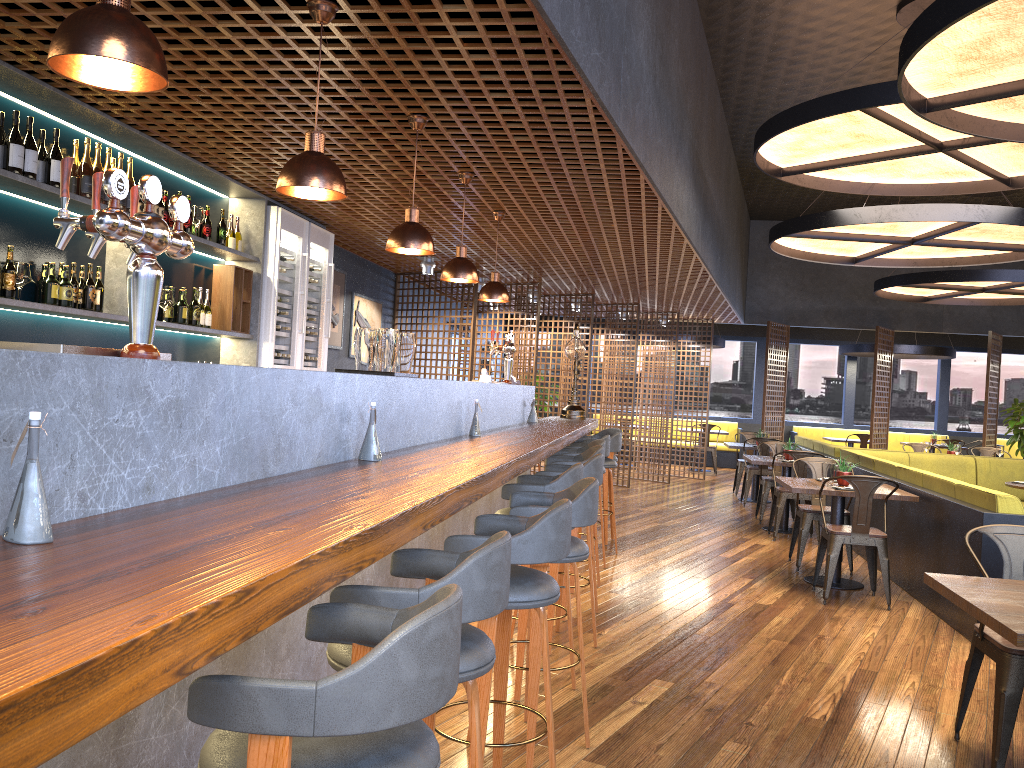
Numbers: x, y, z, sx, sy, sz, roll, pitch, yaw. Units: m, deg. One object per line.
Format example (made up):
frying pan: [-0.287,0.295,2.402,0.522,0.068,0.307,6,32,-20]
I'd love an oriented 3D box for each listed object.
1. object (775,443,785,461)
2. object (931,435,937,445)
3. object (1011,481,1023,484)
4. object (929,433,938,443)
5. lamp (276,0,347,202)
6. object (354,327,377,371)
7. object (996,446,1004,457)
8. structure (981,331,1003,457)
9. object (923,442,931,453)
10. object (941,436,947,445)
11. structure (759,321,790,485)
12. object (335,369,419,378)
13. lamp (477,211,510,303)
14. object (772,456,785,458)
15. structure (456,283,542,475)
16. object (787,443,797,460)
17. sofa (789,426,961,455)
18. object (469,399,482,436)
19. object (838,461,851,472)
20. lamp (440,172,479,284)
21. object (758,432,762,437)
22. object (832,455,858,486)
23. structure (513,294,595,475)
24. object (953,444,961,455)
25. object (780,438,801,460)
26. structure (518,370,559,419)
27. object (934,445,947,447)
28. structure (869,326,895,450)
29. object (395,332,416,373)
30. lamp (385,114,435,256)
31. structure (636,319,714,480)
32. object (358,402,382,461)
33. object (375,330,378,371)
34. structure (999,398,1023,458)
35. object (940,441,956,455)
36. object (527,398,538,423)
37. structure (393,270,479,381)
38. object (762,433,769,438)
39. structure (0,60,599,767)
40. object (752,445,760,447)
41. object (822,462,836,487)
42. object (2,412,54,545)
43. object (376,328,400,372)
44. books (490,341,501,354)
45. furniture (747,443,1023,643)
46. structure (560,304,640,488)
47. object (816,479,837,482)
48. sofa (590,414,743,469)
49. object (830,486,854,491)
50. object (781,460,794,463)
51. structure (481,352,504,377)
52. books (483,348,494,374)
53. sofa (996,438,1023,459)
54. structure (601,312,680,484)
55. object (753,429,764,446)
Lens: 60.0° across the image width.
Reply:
object: [2.850,0.724,9.436,0.102,0.178,0.102,3,0,-5]
object: [7.589,1.014,15.957,0.102,0.178,0.102,3,0,-5]
object: [4.755,0.914,8.171,0.255,0.019,0.157,3,0,41]
object: [7.677,0.973,16.120,0.238,0.271,0.260,3,0,31]
lamp: [-0.694,-1.012,3.161,0.250,0.673,0.250,3,0,42]
object: [-0.659,-0.146,3.975,0.105,0.209,0.105,3,0,44]
object: [6.414,0.924,11.658,0.097,0.206,0.097,3,0,-35]
structure: [7.759,0.522,14.362,0.050,2.700,0.852,3,0,39]
object: [5.518,0.873,11.801,0.097,0.206,0.097,3,0,-35]
object: [7.805,1.026,16.021,0.102,0.178,0.102,3,0,-5]
structure: [4.407,0.330,14.896,0.050,2.700,0.852,3,0,39]
object: [-0.615,-0.048,4.081,0.273,0.019,0.437,3,0,9]
lamp: [-0.121,-0.971,6.776,0.250,0.673,0.250,3,0,42]
object: [3.040,0.816,9.904,0.255,0.019,0.157,3,0,9]
structure: [-0.230,0.054,11.566,1.319,2.700,0.050,3,0,39]
object: [3.070,0.738,9.740,0.102,0.178,0.102,3,0,-5]
sofa: [7.118,1.387,17.524,3.061,0.914,0.966,3,0,9]
object: [-0.202,0.186,4.947,0.069,0.203,0.114,3,0,-2]
object: [2.647,0.707,7.073,0.102,0.178,0.102,3,0,-5]
lamp: [-0.310,-0.984,5.582,0.250,0.673,0.250,3,0,42]
object: [3.494,0.768,12.414,0.102,0.178,0.102,3,0,25]
object: [2.581,0.656,6.916,0.238,0.271,0.260,3,0,31]
structure: [0.527,0.100,12.501,1.319,2.700,0.050,3,0,39]
object: [5.733,0.885,11.423,0.097,0.206,0.097,3,0,-35]
object: [3.019,0.688,9.604,0.260,0.271,0.238,3,0,11]
structure: [0.421,0.578,18.516,1.166,1.763,0.993,3,0,-21]
object: [7.610,1.094,15.793,0.255,0.019,0.157,3,0,9]
structure: [6.083,0.426,14.629,0.050,2.700,0.852,3,0,39]
object: [-0.511,-0.137,4.190,0.105,0.209,0.105,3,0,44]
lamp: [-0.491,-0.998,4.443,0.250,0.673,0.250,3,0,42]
structure: [2.797,0.238,15.306,1.319,2.700,0.050,3,0,39]
object: [-0.497,0.165,3.115,0.069,0.203,0.114,3,0,-30]
object: [-0.583,-0.141,4.073,0.105,0.209,0.105,3,0,44]
structure: [7.981,1.004,13.663,1.166,1.763,0.993,3,0,-21]
object: [5.764,0.851,11.637,0.238,0.271,0.260,3,0,31]
object: [0.169,0.213,7.326,0.114,0.203,0.069,3,0,44]
structure: [-0.986,0.008,10.631,1.319,2.700,0.050,3,0,39]
object: [3.453,0.765,12.096,0.102,0.178,0.102,3,0,15]
structure: [-1.130,-0.014,4.847,2.700,2.700,9.298,3,0,9]
object: [3.332,0.838,11.954,0.255,0.019,0.157,3,0,9]
object: [2.412,0.693,6.766,0.102,0.178,0.102,3,0,45]
object: [-0.756,0.146,1.398,0.069,0.203,0.114,3,0,-33]
object: [-0.554,-0.140,3.946,0.105,0.209,0.105,3,0,44]
books: [-0.320,-0.720,17.617,0.177,0.245,0.450,3,0,9]
furniture: [5.495,1.273,8.777,4.895,0.914,7.462,3,0,4]
structure: [1.284,0.146,13.436,1.319,2.700,0.050,3,0,39]
object: [2.617,0.785,7.237,0.255,0.019,0.157,3,0,9]
sofa: [3.102,1.156,18.164,3.061,0.914,0.966,3,0,9]
object: [2.485,0.776,6.612,0.255,0.019,0.157,3,0,9]
object: [2.908,0.807,9.279,0.255,0.019,0.157,3,0,9]
structure: [-0.331,-0.358,17.379,0.293,0.563,1.220,3,0,9]
books: [-0.435,-0.440,16.950,0.223,0.489,0.286,3,0,0]
sofa: [10.855,1.602,16.930,3.061,0.914,0.966,3,0,9]
structure: [2.040,0.192,14.371,1.319,2.700,0.050,3,0,39]
object: [3.439,0.718,12.247,0.260,0.271,0.238,3,0,11]
